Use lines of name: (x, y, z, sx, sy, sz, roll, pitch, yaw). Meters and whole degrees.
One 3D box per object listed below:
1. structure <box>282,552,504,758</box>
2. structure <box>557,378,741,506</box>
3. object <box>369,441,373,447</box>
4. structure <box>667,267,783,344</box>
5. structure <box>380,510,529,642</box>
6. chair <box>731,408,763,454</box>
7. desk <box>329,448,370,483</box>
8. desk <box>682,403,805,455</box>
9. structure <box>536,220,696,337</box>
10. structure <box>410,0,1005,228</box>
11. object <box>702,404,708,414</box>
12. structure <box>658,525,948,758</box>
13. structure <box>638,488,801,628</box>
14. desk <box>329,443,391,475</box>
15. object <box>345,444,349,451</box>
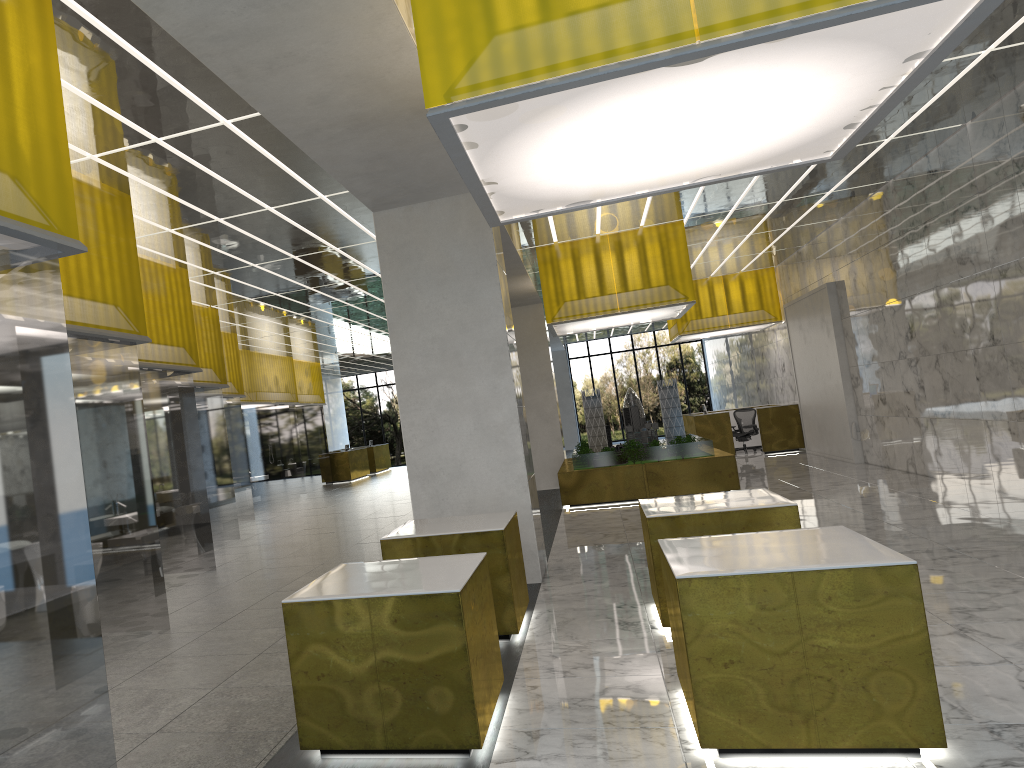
structure: (-0.850, 2.061, 6.596, 1.370, 1.174, 1.448, -8, -2, 11)
structure: (3.037, 1.283, 21.234, 3.876, 2.573, 5.174, -8, -2, 9)
object: (-8.078, 3.561, 48.420, 0.551, 0.668, 0.754, -8, -2, 9)
structure: (7.041, -2.853, 29.234, 3.270, 2.271, 3.126, -8, -2, 11)
structure: (-0.584, 2.129, 9.426, 1.370, 1.174, 1.448, -8, -2, 11)
chair: (7.822, 1.584, 28.794, 1.193, 1.495, 0.968, -9, -3, 35)
desk: (-9.285, 4.274, 43.839, 3.228, 1.509, 3.495, -8, -2, 11)
desk: (7.713, 1.610, 28.977, 3.228, 1.509, 3.495, -8, -2, 11)
structure: (2.324, -2.588, 20.170, 3.269, 2.271, 3.254, -8, -2, 11)
structure: (1.030, -2.920, 6.392, 3.268, 2.271, 3.253, -8, -2, 11)
object: (6.758, 1.015, 29.300, 0.551, 0.668, 0.753, -8, -2, 9)
structure: (1.811, 1.697, 5.765, 1.370, 1.174, 1.448, -8, -2, 11)
structure: (2.077, 1.766, 8.600, 1.370, 1.174, 1.448, -8, -2, 11)
desk: (-8.836, 4.389, 48.628, 3.228, 1.509, 3.495, -8, -2, 11)
object: (-8.531, 3.444, 43.589, 0.551, 0.668, 0.753, -8, -2, 9)
